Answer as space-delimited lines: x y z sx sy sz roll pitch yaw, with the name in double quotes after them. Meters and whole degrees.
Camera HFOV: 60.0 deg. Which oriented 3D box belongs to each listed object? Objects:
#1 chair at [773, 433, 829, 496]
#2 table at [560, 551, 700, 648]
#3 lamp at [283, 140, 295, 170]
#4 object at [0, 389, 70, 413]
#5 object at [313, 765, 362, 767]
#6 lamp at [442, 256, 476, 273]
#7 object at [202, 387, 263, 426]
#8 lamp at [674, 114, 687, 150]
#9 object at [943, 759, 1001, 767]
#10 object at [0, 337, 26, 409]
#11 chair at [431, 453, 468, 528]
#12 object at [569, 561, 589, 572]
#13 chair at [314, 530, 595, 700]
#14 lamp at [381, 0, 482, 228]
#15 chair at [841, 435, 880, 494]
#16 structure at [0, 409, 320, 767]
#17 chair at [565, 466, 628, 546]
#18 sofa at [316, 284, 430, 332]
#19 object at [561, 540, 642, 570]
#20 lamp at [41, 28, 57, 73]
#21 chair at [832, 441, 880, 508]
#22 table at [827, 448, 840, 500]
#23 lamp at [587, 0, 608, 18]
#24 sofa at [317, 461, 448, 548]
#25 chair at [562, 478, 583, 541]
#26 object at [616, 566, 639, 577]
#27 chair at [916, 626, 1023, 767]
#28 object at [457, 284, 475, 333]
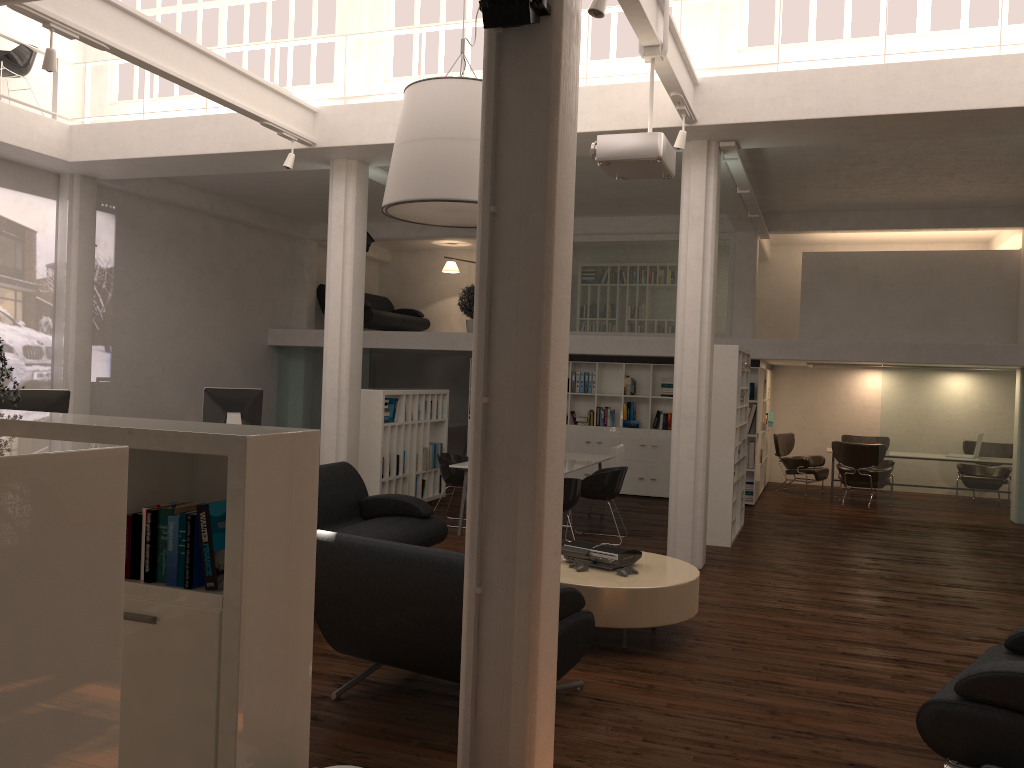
5.925 1.629 18.270 0.991 1.183 0.994 3 1 40 "chair"
0.796 1.860 7.717 1.616 0.570 1.616 2 1 13 "table"
-2.727 -2.806 10.839 0.136 0.357 0.117 2 1 13 "lamp"
-5.484 0.501 10.053 0.347 0.888 0.886 3 1 39 "object"
-0.719 1.895 3.720 0.415 0.465 0.311 2 1 3 "object"
-0.528 -2.810 21.030 2.635 0.513 0.447 2 1 29 "lamp"
-4.328 0.507 13.750 0.886 0.888 0.347 2 1 -26 "object"
1.760 -2.623 9.259 0.136 0.357 0.117 2 1 26 "lamp"
2.328 2.048 4.318 0.618 0.376 0.271 3 1 35 "object"
-2.801 -0.124 4.470 0.646 0.504 0.709 2 1 -40 "object"
-0.732 1.532 12.913 0.757 1.004 0.795 2 1 19 "chair"
0.568 1.535 7.498 0.119 0.062 0.193 2 1 -20 "object"
-0.388 1.552 5.987 1.454 1.130 1.481 2 1 31 "chair"
-0.431 -3.690 8.146 1.386 4.284 1.386 3 1 34 "lamp"
7.357 1.681 18.381 0.994 1.183 0.991 2 1 15 "chair"
-3.166 1.095 2.301 3.131 1.914 4.752 2 1 19 "structure"
1.176 1.612 12.055 0.757 1.004 0.795 2 1 14 "chair"
-3.256 -1.679 21.302 1.467 1.119 3.087 2 1 19 "sofa"
0.774 1.489 7.760 0.558 0.163 0.471 3 1 39 "object"
-3.904 -2.816 7.507 0.136 0.357 0.117 2 1 26 "lamp"
6.565 1.669 16.629 0.994 1.183 0.991 3 1 35 "chair"
8.081 1.848 16.994 3.900 0.947 1.040 2 1 19 "table"
0.577 -2.633 5.915 0.136 0.357 0.117 2 1 13 "lamp"
-1.897 1.474 8.654 1.467 1.119 3.087 2 1 19 "sofa"
0.481 1.599 10.824 0.795 1.004 0.757 2 1 -6 "chair"
0.915 1.531 7.410 0.231 0.099 0.193 3 1 43 "object"
3.171 1.697 4.767 1.481 1.130 1.454 3 1 41 "chair"
-0.786 -1.577 18.954 0.793 1.127 0.770 2 1 18 "object"
